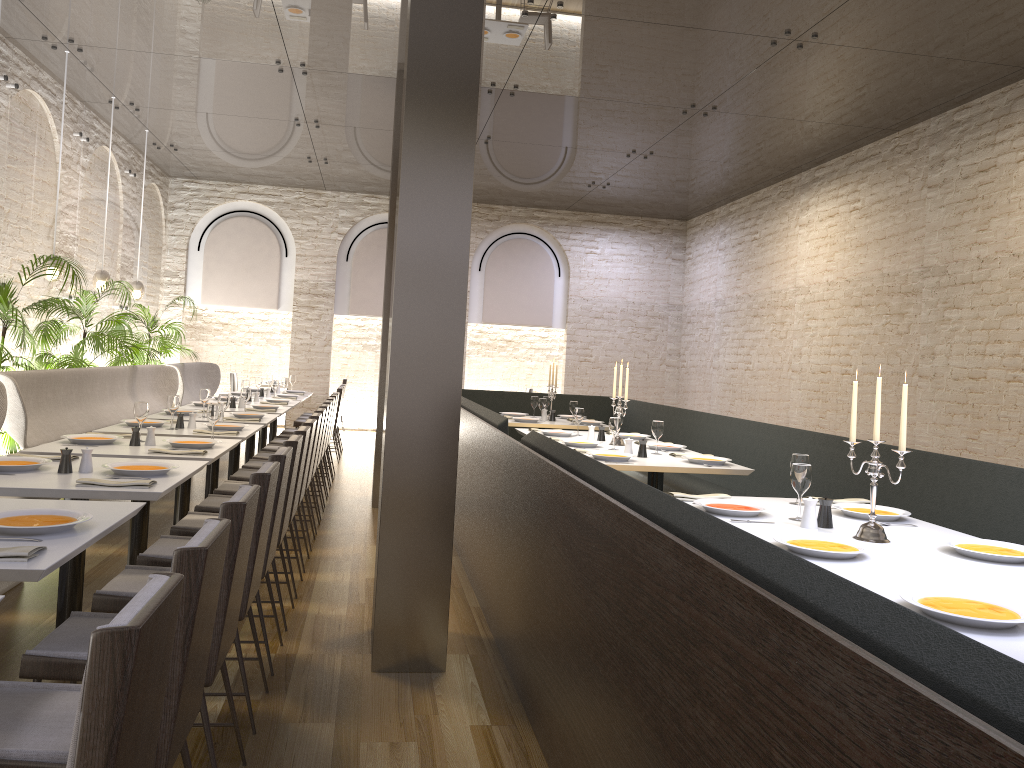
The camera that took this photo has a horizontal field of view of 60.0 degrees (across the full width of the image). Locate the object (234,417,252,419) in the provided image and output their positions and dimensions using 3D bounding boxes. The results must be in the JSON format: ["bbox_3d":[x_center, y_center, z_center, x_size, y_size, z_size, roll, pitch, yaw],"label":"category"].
[{"bbox_3d":[-2.155,0.276,7.151,0.181,0.015,0.038,3,1,-7],"label":"object"}]

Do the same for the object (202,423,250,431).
[{"bbox_3d":[-1.998,0.301,6.186,0.321,0.036,0.322,3,2,-27],"label":"object"}]

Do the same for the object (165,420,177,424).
[{"bbox_3d":[-2.564,0.270,6.444,0.273,0.033,0.143,3,1,-9],"label":"object"}]

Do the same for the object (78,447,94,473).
[{"bbox_3d":[-1.855,0.329,3.863,0.059,0.109,0.059,3,0,-17],"label":"object"}]

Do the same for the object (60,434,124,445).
[{"bbox_3d":[-2.347,0.313,4.955,0.322,0.036,0.321,4,2,26],"label":"object"}]

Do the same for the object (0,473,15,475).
[{"bbox_3d":[-2.147,0.367,3.653,0.185,0.010,0.017,3,1,-9],"label":"object"}]

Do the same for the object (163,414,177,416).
[{"bbox_3d":[-2.685,0.251,7.069,0.185,0.010,0.017,3,1,-9],"label":"object"}]

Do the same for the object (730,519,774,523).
[{"bbox_3d":[0.956,0.545,3.517,0.185,0.010,0.017,3,1,-9],"label":"object"}]

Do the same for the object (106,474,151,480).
[{"bbox_3d":[-1.617,0.392,3.735,0.181,0.015,0.038,3,1,-7],"label":"object"}]

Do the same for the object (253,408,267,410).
[{"bbox_3d":[-2.338,0.236,8.308,0.181,0.015,0.038,3,1,-7],"label":"object"}]

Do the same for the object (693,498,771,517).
[{"bbox_3d":[0.928,0.527,3.745,0.321,0.036,0.321,3,1,11],"label":"object"}]

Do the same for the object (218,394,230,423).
[{"bbox_3d":[-2.106,0.189,6.460,0.086,0.231,0.086,3,-1,-3],"label":"object"}]

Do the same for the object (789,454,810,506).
[{"bbox_3d":[1.332,0.442,4.104,0.086,0.231,0.086,3,-1,3],"label":"object"}]

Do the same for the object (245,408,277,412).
[{"bbox_3d":[-2.307,0.242,8.134,0.273,0.033,0.143,3,1,-9],"label":"object"}]

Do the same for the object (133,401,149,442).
[{"bbox_3d":[-2.155,0.219,5.144,0.086,0.231,0.086,3,-1,33],"label":"object"}]

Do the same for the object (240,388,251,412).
[{"bbox_3d":[-2.282,0.151,7.582,0.086,0.231,0.086,3,-1,33],"label":"object"}]

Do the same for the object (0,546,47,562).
[{"bbox_3d":[-1.391,0.440,2.325,0.273,0.033,0.143,3,1,-9],"label":"object"}]

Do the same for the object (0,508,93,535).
[{"bbox_3d":[-1.445,0.421,2.681,0.321,0.036,0.322,2,2,-31],"label":"object"}]

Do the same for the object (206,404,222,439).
[{"bbox_3d":[-1.789,0.236,5.307,0.086,0.231,0.086,3,-1,33],"label":"object"}]

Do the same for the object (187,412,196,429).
[{"bbox_3d":[-2.212,0.251,6.131,0.059,0.109,0.059,3,0,-17],"label":"object"}]

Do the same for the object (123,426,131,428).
[{"bbox_3d":[-2.504,0.290,5.922,0.185,0.010,0.017,3,1,-9],"label":"object"}]

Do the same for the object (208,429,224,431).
[{"bbox_3d":[-1.974,0.315,6.003,0.181,0.015,0.038,3,1,-7],"label":"object"}]

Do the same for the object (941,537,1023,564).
[{"bbox_3d":[1.673,0.586,3.091,0.321,0.036,0.322,2,2,-33],"label":"object"}]

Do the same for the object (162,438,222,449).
[{"bbox_3d":[-1.816,0.340,5.036,0.322,0.036,0.321,4,2,26],"label":"object"}]

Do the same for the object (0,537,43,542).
[{"bbox_3d":[-1.422,0.434,2.499,0.181,0.015,0.038,3,1,-7],"label":"object"}]

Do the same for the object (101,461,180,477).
[{"bbox_3d":[-1.640,0.379,3.917,0.321,0.036,0.322,2,2,-31],"label":"object"}]

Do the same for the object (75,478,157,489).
[{"bbox_3d":[-1.586,0.398,3.561,0.273,0.033,0.143,3,1,-9],"label":"object"}]

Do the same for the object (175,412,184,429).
[{"bbox_3d":[-2.275,0.249,6.075,0.059,0.109,0.059,3,0,-17],"label":"object"}]

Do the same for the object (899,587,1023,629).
[{"bbox_3d":[1.163,0.578,2.261,0.321,0.036,0.322,2,2,-33],"label":"object"}]

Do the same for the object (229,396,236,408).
[{"bbox_3d":[-2.638,0.170,8.380,0.059,0.109,0.059,3,0,-17],"label":"object"}]

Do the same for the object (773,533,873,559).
[{"bbox_3d":[1.047,0.553,2.994,0.321,0.036,0.322,2,2,-33],"label":"object"}]

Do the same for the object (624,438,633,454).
[{"bbox_3d":[0.778,0.422,5.913,0.069,0.127,0.069,3,0,14],"label":"object"}]

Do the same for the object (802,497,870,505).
[{"bbox_3d":[1.529,0.551,4.176,0.273,0.033,0.143,3,1,-9],"label":"object"}]

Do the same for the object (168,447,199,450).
[{"bbox_3d":[-1.793,0.354,4.854,0.181,0.015,0.038,3,1,-7],"label":"object"}]

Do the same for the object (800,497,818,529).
[{"bbox_3d":[1.167,0.505,3.473,0.068,0.127,0.069,3,0,-15],"label":"object"}]

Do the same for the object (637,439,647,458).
[{"bbox_3d":[0.866,0.428,5.877,0.069,0.127,0.068,3,0,22],"label":"object"}]

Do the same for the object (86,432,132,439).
[{"bbox_3d":[-2.383,0.309,5.295,0.273,0.033,0.143,3,1,-9],"label":"object"}]

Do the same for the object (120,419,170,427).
[{"bbox_3d":[-2.528,0.273,6.104,0.321,0.036,0.322,3,2,-27],"label":"object"}]

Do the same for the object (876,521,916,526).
[{"bbox_3d":[1.583,0.575,3.639,0.181,0.015,0.038,3,1,-7],"label":"object"}]

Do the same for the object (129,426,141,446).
[{"bbox_3d":[-2.093,0.288,4.926,0.059,0.109,0.059,3,0,-1],"label":"object"}]

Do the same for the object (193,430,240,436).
[{"bbox_3d":[-1.944,0.320,5.830,0.273,0.033,0.143,3,1,-9],"label":"object"}]

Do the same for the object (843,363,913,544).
[{"bbox_3d":[1.350,0.249,3.288,0.131,0.657,0.390,3,0,2],"label":"object"}]

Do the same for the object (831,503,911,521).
[{"bbox_3d":[1.555,0.560,3.842,0.321,0.036,0.321,3,1,11],"label":"object"}]

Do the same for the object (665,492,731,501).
[{"bbox_3d":[0.850,0.516,4.069,0.273,0.033,0.143,3,1,-9],"label":"object"}]

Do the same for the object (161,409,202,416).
[{"bbox_3d":[-2.709,0.234,7.251,0.321,0.036,0.322,2,2,-31],"label":"object"}]

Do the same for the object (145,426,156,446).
[{"bbox_3d":[-2.031,0.290,4.982,0.059,0.109,0.059,3,0,-1],"label":"object"}]

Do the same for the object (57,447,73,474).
[{"bbox_3d":[-1.917,0.326,3.807,0.059,0.109,0.059,3,0,-17],"label":"object"}]

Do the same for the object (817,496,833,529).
[{"bbox_3d":[1.240,0.509,3.509,0.068,0.127,0.069,3,0,-15],"label":"object"}]

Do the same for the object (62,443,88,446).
[{"bbox_3d":[-2.323,0.329,4.772,0.185,0.010,0.017,3,1,-9],"label":"object"}]

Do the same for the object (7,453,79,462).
[{"bbox_3d":[-2.206,0.347,4.176,0.273,0.033,0.143,3,1,-9],"label":"object"}]

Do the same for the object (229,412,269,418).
[{"bbox_3d":[-2.179,0.262,7.333,0.321,0.036,0.322,2,2,-31],"label":"object"}]

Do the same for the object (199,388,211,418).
[{"bbox_3d":[-2.463,0.153,7.094,0.086,0.231,0.086,3,-1,33],"label":"object"}]

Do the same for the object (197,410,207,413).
[{"bbox_3d":[-2.745,0.231,7.592,0.273,0.033,0.143,3,1,-9],"label":"object"}]

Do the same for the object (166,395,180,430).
[{"bbox_3d":[-2.286,0.191,5.972,0.086,0.231,0.086,3,-1,39],"label":"object"}]

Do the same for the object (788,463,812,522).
[{"bbox_3d":[1.188,0.445,3.650,0.086,0.231,0.086,3,-1,3],"label":"object"}]

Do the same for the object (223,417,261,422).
[{"bbox_3d":[-2.124,0.281,6.977,0.273,0.033,0.143,3,1,-9],"label":"object"}]

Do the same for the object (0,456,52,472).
[{"bbox_3d":[-2.170,0.351,3.835,0.321,0.036,0.322,2,2,-31],"label":"object"}]

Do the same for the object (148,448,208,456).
[{"bbox_3d":[-1.762,0.359,4.680,0.273,0.033,0.143,3,1,-9],"label":"object"}]
